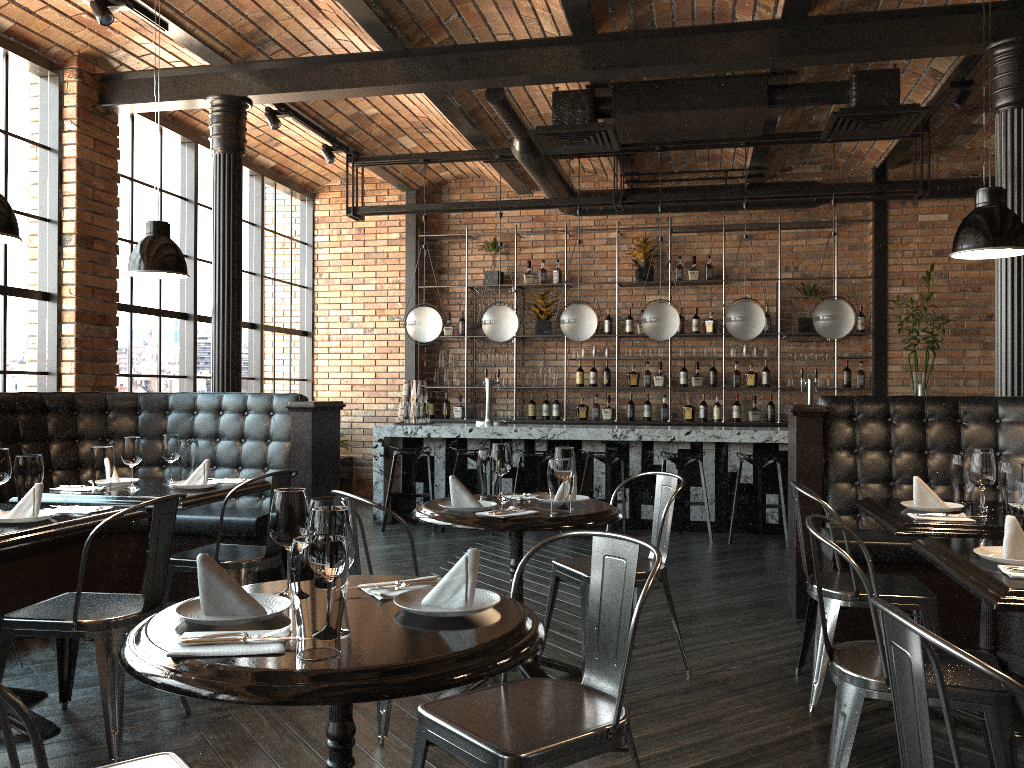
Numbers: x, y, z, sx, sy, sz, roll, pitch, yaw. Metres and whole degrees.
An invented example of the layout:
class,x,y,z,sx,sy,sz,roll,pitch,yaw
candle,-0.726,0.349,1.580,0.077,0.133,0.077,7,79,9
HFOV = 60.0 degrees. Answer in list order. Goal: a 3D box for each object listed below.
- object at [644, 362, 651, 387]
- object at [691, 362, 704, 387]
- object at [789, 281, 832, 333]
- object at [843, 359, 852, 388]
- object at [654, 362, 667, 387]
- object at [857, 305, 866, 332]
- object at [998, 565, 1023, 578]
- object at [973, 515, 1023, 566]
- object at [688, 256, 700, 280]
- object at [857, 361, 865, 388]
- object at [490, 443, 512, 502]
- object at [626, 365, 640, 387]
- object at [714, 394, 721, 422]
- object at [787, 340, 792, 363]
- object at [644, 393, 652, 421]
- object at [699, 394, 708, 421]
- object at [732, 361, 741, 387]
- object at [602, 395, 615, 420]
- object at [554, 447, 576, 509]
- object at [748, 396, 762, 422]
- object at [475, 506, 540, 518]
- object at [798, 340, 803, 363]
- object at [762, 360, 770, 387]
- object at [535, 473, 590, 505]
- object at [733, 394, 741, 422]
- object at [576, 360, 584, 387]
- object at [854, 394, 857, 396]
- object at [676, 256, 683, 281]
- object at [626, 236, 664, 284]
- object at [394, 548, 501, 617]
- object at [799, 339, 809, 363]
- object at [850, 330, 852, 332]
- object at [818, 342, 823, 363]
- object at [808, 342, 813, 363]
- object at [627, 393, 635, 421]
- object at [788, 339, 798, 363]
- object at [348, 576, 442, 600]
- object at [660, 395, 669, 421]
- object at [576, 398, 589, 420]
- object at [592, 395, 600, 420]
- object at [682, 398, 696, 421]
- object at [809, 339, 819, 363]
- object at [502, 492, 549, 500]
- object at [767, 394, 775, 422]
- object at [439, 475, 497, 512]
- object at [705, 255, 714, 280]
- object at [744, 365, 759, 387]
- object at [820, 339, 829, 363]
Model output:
class,x,y,z,sx,sy,sz,roll,pitch,yaw
object,1.482,-0.104,9.701,0.083,0.282,0.083,0,0,12
object,2.001,-0.100,9.577,0.123,0.279,0.123,0,0,1
object,3.132,-0.808,9.319,0.374,0.560,0.398,0,0,-16
object,3.504,-0.107,9.273,0.086,0.299,0.086,0,0,-29
object,1.615,-0.101,9.659,0.123,0.279,0.123,0,0,26
object,3.649,-0.678,9.270,0.086,0.298,0.086,0,0,-24
object,1.409,0.486,2.294,0.255,0.019,0.157,0,0,18
object,1.426,0.433,2.490,0.232,0.139,0.232,0,0,-3
object,1.973,-1.244,9.606,0.123,0.279,0.123,0,0,16
object,3.636,-0.098,9.241,0.083,0.282,0.083,0,0,22
object,-0.048,0.377,3.798,0.092,0.244,0.092,0,0,11
object,1.331,-0.086,9.733,0.151,0.248,0.094,0,0,1
object,2.211,0.255,9.543,0.080,0.299,0.080,0,0,14
object,2.981,-0.342,9.458,0.092,0.244,0.092,1,0,-39
object,1.485,0.252,9.706,0.086,0.298,0.086,0,0,-29
object,2.071,0.254,9.587,0.086,0.298,0.086,0,0,-29
object,2.406,-0.101,9.504,0.083,0.282,0.083,0,0,-3
object,1.065,0.261,9.774,0.123,0.279,0.123,0,0,26
object,0.210,0.376,3.554,0.092,0.244,0.092,0,0,11
object,2.585,0.265,9.449,0.123,0.279,0.123,0,0,1
object,-0.002,0.488,3.411,0.157,0.019,0.255,0,-1,43
object,3.088,-0.342,9.435,0.092,0.244,0.092,1,0,-39
object,2.710,-0.108,9.453,0.086,0.298,0.086,0,0,-29
object,0.214,0.436,3.748,0.232,0.139,0.232,0,0,-18
object,2.412,0.254,9.508,0.086,0.298,0.086,0,0,-29
object,0.759,-0.113,9.862,0.086,0.299,0.086,0,0,-29
object,3.587,0.258,9.263,0.086,0.298,0.086,0,0,-29
object,1.821,-1.247,9.637,0.083,0.282,0.083,0,0,12
object,1.447,-1.369,9.755,0.425,0.526,0.430,0,0,14
object,-0.141,0.423,1.931,0.232,0.139,0.232,0,0,-33
object,3.054,-0.343,9.274,0.092,0.244,0.092,1,0,-39
object,3.507,-0.670,9.273,0.083,0.282,0.083,0,0,27
object,3.287,-0.341,9.393,0.092,0.244,0.092,1,0,-39
object,3.185,-0.341,9.415,0.092,0.244,0.092,1,0,-39
object,1.301,0.251,9.712,0.086,0.297,0.086,1,-1,-44
object,2.946,-0.343,9.297,0.092,0.244,0.092,1,0,-39
object,-0.263,0.478,2.099,0.255,0.019,0.157,0,0,-27
object,1.662,0.260,9.660,0.083,0.282,0.083,0,0,-3
object,0.782,0.276,9.848,0.151,0.248,0.094,0,0,1
object,0.933,0.259,9.816,0.083,0.282,0.083,0,0,12
object,1.917,0.279,9.605,0.151,0.248,0.094,0,0,21
object,3.151,-0.343,9.253,0.092,0.244,0.092,1,0,-39
object,0.066,0.492,3.912,0.255,0.019,0.157,0,0,-27
object,2.754,0.254,9.431,0.086,0.299,0.086,0,0,-29
object,-0.175,0.433,3.528,0.232,0.139,0.232,0,0,-34
object,2.127,-1.246,9.572,0.083,0.282,0.083,0,0,-3
object,2.556,-0.083,9.471,0.151,0.248,0.094,0,0,21
object,3.252,-0.342,9.232,0.092,0.244,0.092,1,0,-39
